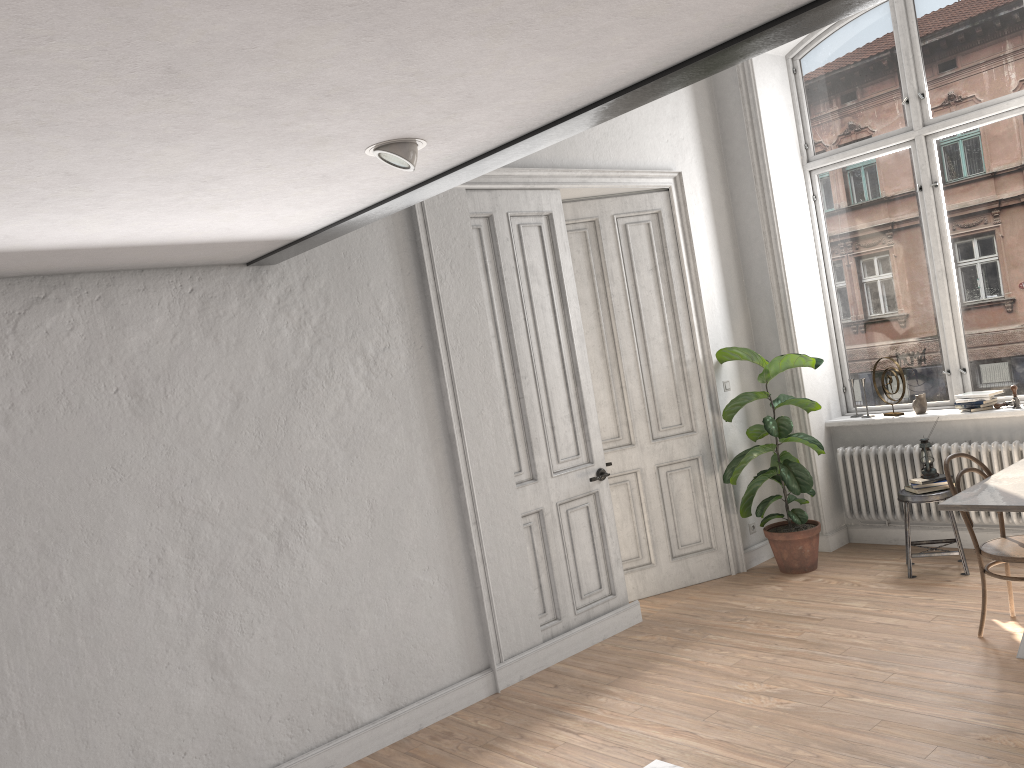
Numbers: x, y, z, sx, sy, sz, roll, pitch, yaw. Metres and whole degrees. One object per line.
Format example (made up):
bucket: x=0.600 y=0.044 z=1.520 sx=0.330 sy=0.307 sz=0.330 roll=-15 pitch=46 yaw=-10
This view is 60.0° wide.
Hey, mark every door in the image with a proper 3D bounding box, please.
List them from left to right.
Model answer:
door: x=0.113 y=0.233 z=5.344 sx=1.096 sy=2.815 sz=0.216 roll=-11 pitch=3 yaw=-39
door: x=0.872 y=0.079 z=6.225 sx=1.096 sy=2.815 sz=0.216 roll=-10 pitch=2 yaw=-16

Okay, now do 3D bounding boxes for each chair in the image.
chair: x=2.715 y=0.942 z=5.743 sx=0.364 sy=0.523 sz=0.360 roll=-9 pitch=2 yaw=23
chair: x=2.558 y=0.804 z=4.491 sx=0.437 sy=0.921 sz=0.549 roll=-11 pitch=2 yaw=-32

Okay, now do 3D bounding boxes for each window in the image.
window: x=2.918 y=-1.286 z=6.165 sx=0.013 sy=2.844 sz=1.623 roll=-11 pitch=3 yaw=-40

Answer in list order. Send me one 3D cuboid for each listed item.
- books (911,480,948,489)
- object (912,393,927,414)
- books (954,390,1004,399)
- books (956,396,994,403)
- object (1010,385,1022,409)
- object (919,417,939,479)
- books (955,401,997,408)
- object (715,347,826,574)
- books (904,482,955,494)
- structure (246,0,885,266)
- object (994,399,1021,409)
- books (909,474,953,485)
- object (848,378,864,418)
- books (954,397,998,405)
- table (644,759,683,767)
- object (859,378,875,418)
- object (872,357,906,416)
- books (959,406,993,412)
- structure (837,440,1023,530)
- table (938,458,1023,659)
books: x=2.710 y=0.638 z=5.734 sx=0.232 sy=0.029 sz=0.162 roll=-9 pitch=2 yaw=20
object: x=2.872 y=0.137 z=6.250 sx=0.100 sy=0.142 sz=0.102 roll=-9 pitch=2 yaw=24
books: x=3.138 y=0.069 z=5.963 sx=0.174 sy=0.019 sz=0.244 roll=-11 pitch=2 yaw=-30
books: x=3.115 y=0.099 z=5.966 sx=0.205 sy=0.020 sz=0.155 roll=-8 pitch=2 yaw=39
object: x=3.257 y=0.081 z=5.740 sx=0.048 sy=0.153 sz=0.088 roll=-9 pitch=2 yaw=19
object: x=2.702 y=0.410 z=5.736 sx=0.163 sy=0.383 sz=0.154 roll=-9 pitch=2 yaw=23
books: x=3.129 y=0.139 z=5.979 sx=0.155 sy=0.022 sz=0.205 roll=-10 pitch=2 yaw=-20
object: x=3.326 y=0.212 z=4.166 sx=0.791 sy=1.843 sz=5.830 roll=-11 pitch=2 yaw=-35
books: x=2.704 y=0.665 z=5.742 sx=0.246 sy=0.034 sz=0.194 roll=-10 pitch=2 yaw=0
structure: x=-0.888 y=-1.137 z=0.668 sx=4.154 sy=1.213 sz=5.930 roll=-11 pitch=2 yaw=-40
object: x=3.252 y=0.131 z=5.843 sx=0.153 sy=0.048 sz=0.088 roll=-10 pitch=2 yaw=-1
books: x=2.707 y=0.615 z=5.732 sx=0.221 sy=0.027 sz=0.147 roll=-10 pitch=2 yaw=-8
object: x=2.568 y=0.104 z=6.654 sx=0.095 sy=0.289 sz=0.095 roll=-10 pitch=2 yaw=-9
books: x=3.126 y=0.118 z=5.976 sx=0.147 sy=0.023 sz=0.221 roll=-10 pitch=2 yaw=-25
table: x=0.475 y=1.481 z=2.397 sx=0.848 sy=0.392 sz=0.849 roll=-11 pitch=2 yaw=-40
object: x=2.601 y=0.103 z=6.527 sx=0.095 sy=0.289 sz=0.095 roll=-10 pitch=2 yaw=-18
object: x=2.727 y=0.015 z=6.394 sx=0.087 sy=0.425 sz=0.347 roll=-10 pitch=2 yaw=-8
books: x=3.131 y=0.162 z=5.987 sx=0.147 sy=0.023 sz=0.221 roll=-9 pitch=2 yaw=8
structure: x=3.795 y=-1.212 z=4.548 sx=0.340 sy=4.475 sz=5.184 roll=-11 pitch=2 yaw=-40
table: x=3.215 y=0.781 z=3.767 sx=1.099 sy=0.780 sz=2.201 roll=-11 pitch=2 yaw=-40
